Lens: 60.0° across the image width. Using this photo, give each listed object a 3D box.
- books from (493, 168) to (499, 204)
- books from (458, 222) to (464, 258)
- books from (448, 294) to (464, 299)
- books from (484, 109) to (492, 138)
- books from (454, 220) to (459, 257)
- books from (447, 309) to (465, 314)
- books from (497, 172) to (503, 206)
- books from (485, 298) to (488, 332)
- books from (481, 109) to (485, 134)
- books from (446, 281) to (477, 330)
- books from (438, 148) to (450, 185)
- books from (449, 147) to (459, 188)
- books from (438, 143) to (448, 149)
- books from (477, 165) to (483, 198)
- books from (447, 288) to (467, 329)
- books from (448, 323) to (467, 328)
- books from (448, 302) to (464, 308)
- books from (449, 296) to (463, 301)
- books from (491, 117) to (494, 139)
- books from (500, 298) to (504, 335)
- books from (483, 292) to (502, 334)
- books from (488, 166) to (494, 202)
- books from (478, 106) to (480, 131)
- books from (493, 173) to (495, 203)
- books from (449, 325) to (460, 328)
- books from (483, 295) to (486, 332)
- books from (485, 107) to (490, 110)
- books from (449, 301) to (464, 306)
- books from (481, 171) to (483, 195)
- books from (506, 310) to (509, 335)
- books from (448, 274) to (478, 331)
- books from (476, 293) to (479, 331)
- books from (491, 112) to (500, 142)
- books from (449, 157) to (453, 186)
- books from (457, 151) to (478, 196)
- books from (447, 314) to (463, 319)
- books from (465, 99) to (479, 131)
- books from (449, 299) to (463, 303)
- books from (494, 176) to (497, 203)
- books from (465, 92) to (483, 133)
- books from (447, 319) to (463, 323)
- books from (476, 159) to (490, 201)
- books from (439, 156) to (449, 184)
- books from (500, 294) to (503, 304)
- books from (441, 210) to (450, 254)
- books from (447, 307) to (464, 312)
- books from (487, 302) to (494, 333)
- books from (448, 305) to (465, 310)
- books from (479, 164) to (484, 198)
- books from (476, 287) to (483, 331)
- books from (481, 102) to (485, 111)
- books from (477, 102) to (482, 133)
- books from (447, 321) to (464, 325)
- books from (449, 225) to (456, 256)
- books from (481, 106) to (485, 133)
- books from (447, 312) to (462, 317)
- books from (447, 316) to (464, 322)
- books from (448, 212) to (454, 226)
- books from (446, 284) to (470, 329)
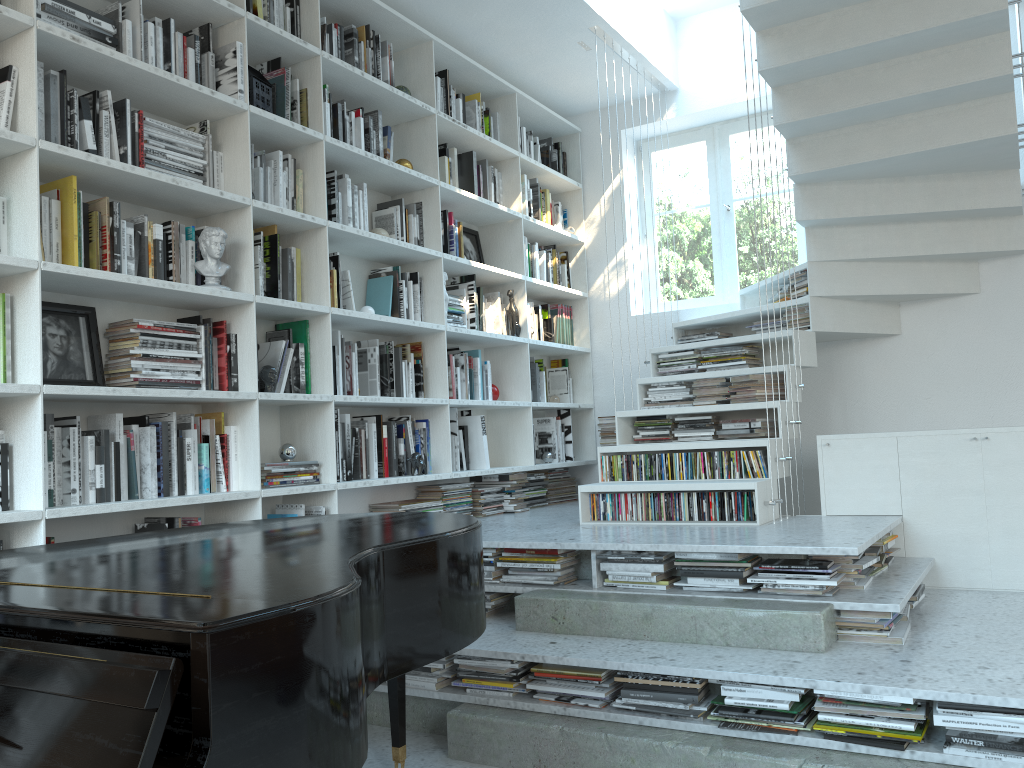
[{"bbox_3d":[-0.149,-1.123,5.258,0.147,0.284,0.026,-5,-4,30],"label":"books"},{"bbox_3d":[-0.344,-0.753,4.857,0.178,0.243,0.026,-5,-4,30],"label":"books"},{"bbox_3d":[-0.405,-0.466,4.749,0.159,0.012,0.285,-5,-5,32],"label":"books"},{"bbox_3d":[-0.203,-1.468,5.190,0.186,0.235,0.018,-5,-4,30],"label":"books"},{"bbox_3d":[-0.365,-0.758,4.842,0.167,0.253,0.021,-5,-4,30],"label":"books"},{"bbox_3d":[-0.395,-0.383,4.741,0.161,0.012,0.254,-5,-5,35],"label":"books"},{"bbox_3d":[-0.133,-1.112,5.281,0.169,0.265,0.031,-5,-4,30],"label":"books"},{"bbox_3d":[-0.201,-0.369,5.105,0.129,0.235,0.028,-5,-4,30],"label":"books"},{"bbox_3d":[-0.233,-1.466,5.138,0.170,0.225,0.007,-5,-4,30],"label":"books"},{"bbox_3d":[-0.278,-0.411,4.914,0.184,0.300,0.011,-5,-4,30],"label":"books"},{"bbox_3d":[-0.413,-1.130,4.796,0.167,0.261,0.026,-5,-4,30],"label":"books"},{"bbox_3d":[-0.369,-1.140,4.876,0.156,0.288,0.026,-5,-4,30],"label":"books"},{"bbox_3d":[-0.411,-1.147,4.817,0.162,0.296,0.011,-5,-4,30],"label":"books"},{"bbox_3d":[-0.253,-1.110,5.046,0.189,0.239,0.014,-5,-4,30],"label":"books"},{"bbox_3d":[-0.319,-0.389,4.873,0.161,0.254,0.012,-5,-4,30],"label":"books"},{"bbox_3d":[-0.393,-0.310,4.733,0.159,0.012,0.285,-5,-5,35],"label":"books"},{"bbox_3d":[-0.396,-0.419,4.742,0.159,0.012,0.285,-5,-4,25],"label":"books"},{"bbox_3d":[-0.404,-0.454,4.748,0.159,0.012,0.285,-5,-4,28],"label":"books"},{"bbox_3d":[-0.186,-1.454,5.228,0.169,0.210,0.029,-5,-4,30],"label":"books"},{"bbox_3d":[-0.136,-0.370,5.161,0.176,0.239,0.041,-5,-4,30],"label":"books"},{"bbox_3d":[-0.150,-0.387,5.134,0.191,0.271,0.021,-5,-4,30],"label":"books"},{"bbox_3d":[-0.187,-1.121,5.168,0.177,0.272,0.036,-5,-4,30],"label":"books"},{"bbox_3d":[-0.263,-1.465,5.092,0.182,0.220,0.008,-5,-4,30],"label":"books"},{"bbox_3d":[-0.176,-1.104,5.199,0.162,0.241,0.030,-5,-4,30],"label":"books"},{"bbox_3d":[-0.395,-0.298,4.734,0.161,0.012,0.254,-5,-4,26],"label":"books"},{"bbox_3d":[-0.218,-0.376,5.045,0.147,0.242,0.031,-5,-4,30],"label":"books"},{"bbox_3d":[-0.189,-1.486,5.263,0.136,0.279,0.025,-5,-4,30],"label":"books"},{"bbox_3d":[-0.403,-0.430,4.747,0.159,0.012,0.285,-5,-5,32],"label":"books"},{"bbox_3d":[-0.241,-1.097,5.079,0.165,0.217,0.031,-5,-4,30],"label":"books"},{"bbox_3d":[-0.095,-0.337,5.229,0.166,0.179,0.027,-5,-4,30],"label":"books"},{"bbox_3d":[-0.273,-0.430,4.923,0.180,0.339,0.010,-5,-4,30],"label":"books"},{"bbox_3d":[-0.267,-0.378,4.942,0.179,0.236,0.030,-5,-4,30],"label":"books"},{"bbox_3d":[-0.146,-1.478,5.303,0.163,0.263,0.026,-5,-4,30],"label":"books"},{"bbox_3d":[-0.399,-1.110,4.833,0.158,0.224,0.030,-5,-4,30],"label":"books"},{"bbox_3d":[-0.304,-1.130,4.900,0.245,0.265,0.032,-5,-4,30],"label":"books"},{"bbox_3d":[-0.395,-0.358,4.737,0.161,0.012,0.254,-5,-4,25],"label":"books"},{"bbox_3d":[-0.269,-1.483,5.080,0.169,0.256,0.019,-5,-4,30],"label":"books"},{"bbox_3d":[-0.403,-0.442,4.747,0.161,0.012,0.254,-5,-5,32],"label":"books"},{"bbox_3d":[-0.164,-1.098,5.238,0.158,0.234,0.022,-5,-4,30],"label":"books"},{"bbox_3d":[-0.245,-1.513,5.139,0.165,0.320,0.007,-5,-4,30],"label":"books"},{"bbox_3d":[-0.400,-0.334,4.738,0.161,0.012,0.254,-5,-5,32],"label":"books"},{"bbox_3d":[-0.214,-1.134,5.121,0.181,0.294,0.022,-5,-4,30],"label":"books"},{"bbox_3d":[-0.421,-1.105,4.770,0.175,0.207,0.025,-5,-4,30],"label":"books"},{"bbox_3d":[-0.107,-0.386,5.271,0.138,0.283,0.029,-5,-4,30],"label":"books"},{"bbox_3d":[-0.413,-0.778,4.759,0.176,0.287,0.012,-5,-4,30],"label":"books"},{"bbox_3d":[-0.399,-0.394,4.743,0.159,0.012,0.285,-5,-4,27],"label":"books"},{"bbox_3d":[-0.181,-0.358,5.124,0.155,0.213,0.025,-5,-4,30],"label":"books"},{"bbox_3d":[-0.402,-0.406,4.745,0.159,0.012,0.285,-5,-5,32],"label":"books"},{"bbox_3d":[-0.236,-1.119,5.108,0.156,0.263,0.023,-5,-4,30],"label":"books"},{"bbox_3d":[-0.242,-0.398,4.995,0.167,0.281,0.059,-5,-4,30],"label":"books"},{"bbox_3d":[-0.212,-1.498,5.218,0.131,0.299,0.020,-5,-4,30],"label":"books"},{"bbox_3d":[-0.259,-1.479,5.113,0.189,0.251,0.016,-5,-4,30],"label":"books"},{"bbox_3d":[-0.396,-0.322,4.735,0.161,0.012,0.254,-5,-5,34],"label":"books"},{"bbox_3d":[-0.384,-0.738,4.778,0.190,0.207,0.013,-5,-4,30],"label":"books"},{"bbox_3d":[-0.230,-1.476,5.158,0.164,0.248,0.031,-5,-4,30],"label":"books"},{"bbox_3d":[-0.405,-0.370,4.744,0.161,0.012,0.254,-5,-5,30],"label":"books"},{"bbox_3d":[-0.400,-0.346,4.740,0.159,0.012,0.285,-5,-4,28],"label":"books"},{"bbox_3d":[-0.388,-0.776,4.797,0.175,0.284,0.014,-5,-4,30],"label":"books"},{"bbox_3d":[-0.306,-0.402,4.917,0.159,0.285,0.012,-5,-4,30],"label":"books"}]
